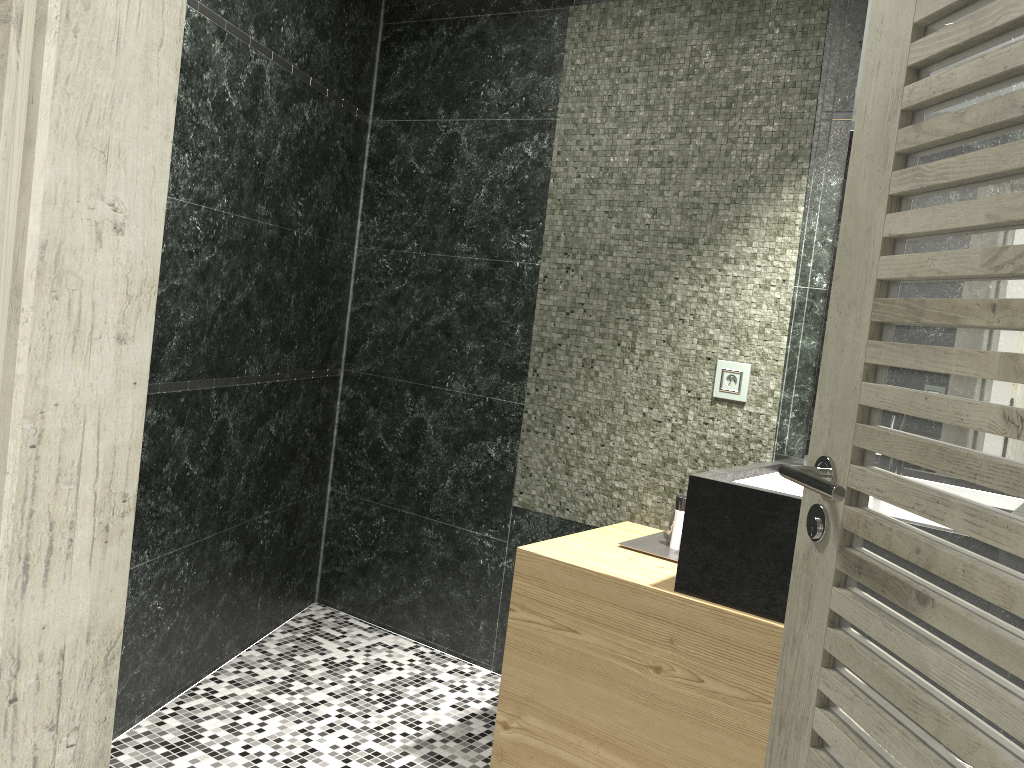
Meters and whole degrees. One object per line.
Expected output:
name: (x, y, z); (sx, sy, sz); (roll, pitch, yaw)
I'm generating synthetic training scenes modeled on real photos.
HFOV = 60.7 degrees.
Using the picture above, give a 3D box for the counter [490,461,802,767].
counter: (0.709, 0.788, 2.579); (1.239, 1.050, 0.687); (10, 4, 33)

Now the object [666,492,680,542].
object: (0.554, 0.449, 2.951); (0.042, 0.163, 0.048); (10, 4, 40)

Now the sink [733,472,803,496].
sink: (0.986, 0.292, 2.429); (0.675, 0.408, 0.579); (10, 5, 34)

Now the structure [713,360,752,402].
structure: (0.746, -0.011, 2.967); (0.115, 0.128, 0.018); (10, 4, 32)

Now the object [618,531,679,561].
object: (0.556, 0.537, 2.835); (0.296, 0.011, 0.338); (11, 5, 35)

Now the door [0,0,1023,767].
door: (0.350, 0.126, 1.024); (1.444, 2.511, 1.089); (8, 3, 16)

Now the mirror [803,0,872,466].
mirror: (1.305, -0.462, 2.608); (0.635, 1.574, 0.045); (9, 4, 32)
